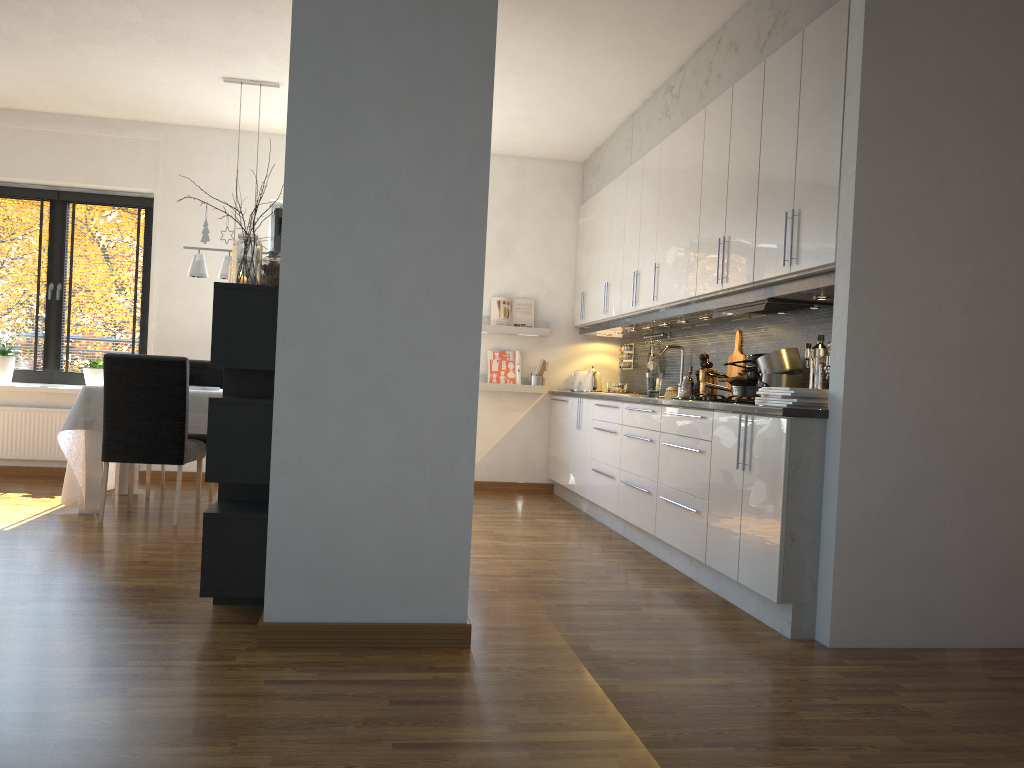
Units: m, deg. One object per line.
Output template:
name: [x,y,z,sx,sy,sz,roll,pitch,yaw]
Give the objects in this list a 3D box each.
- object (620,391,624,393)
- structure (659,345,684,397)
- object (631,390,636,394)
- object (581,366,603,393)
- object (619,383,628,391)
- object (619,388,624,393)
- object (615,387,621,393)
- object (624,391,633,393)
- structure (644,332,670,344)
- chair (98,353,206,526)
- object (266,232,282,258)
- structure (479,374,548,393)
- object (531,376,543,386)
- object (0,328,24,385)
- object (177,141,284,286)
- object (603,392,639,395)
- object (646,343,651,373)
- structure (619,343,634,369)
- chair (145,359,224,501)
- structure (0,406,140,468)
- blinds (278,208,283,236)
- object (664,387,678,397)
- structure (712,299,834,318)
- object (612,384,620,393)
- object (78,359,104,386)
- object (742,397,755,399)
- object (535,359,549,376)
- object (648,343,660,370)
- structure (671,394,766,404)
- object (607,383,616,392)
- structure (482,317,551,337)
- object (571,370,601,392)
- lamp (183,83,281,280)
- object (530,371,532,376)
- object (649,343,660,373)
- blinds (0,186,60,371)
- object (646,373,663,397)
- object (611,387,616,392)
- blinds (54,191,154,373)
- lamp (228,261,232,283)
object: [0.910,0.066,6.973,0.024,0.015,0.249,3,0,35]
structure: [1.092,-0.083,5.882,0.195,0.347,0.167,3,1,-17]
object: [0.949,0.061,6.949,0.021,0.026,0.173,3,0,0]
object: [0.643,-0.027,7.166,0.178,0.236,0.204,3,1,27]
object: [0.886,0.033,7.068,0.071,0.076,0.071,3,0,-9]
object: [0.856,0.045,6.968,0.044,0.050,0.043,3,1,33]
object: [0.827,0.048,6.922,0.044,0.043,0.043,3,0,-12]
object: [0.926,0.064,6.954,0.024,0.017,0.249,3,0,25]
structure: [1.064,-0.337,6.565,0.067,0.081,0.443,3,0,-9]
chair: [-2.115,0.313,5.266,0.461,0.960,0.544,3,1,-4]
object: [-1.070,-0.547,4.050,0.163,0.383,0.154,3,1,7]
structure: [-0.008,-0.002,7.328,0.594,0.129,0.147,3,0,-9]
object: [0.206,-0.005,7.362,0.103,0.124,0.103,3,0,-12]
object: [-3.872,-0.213,6.757,0.286,0.444,0.340,3,1,-21]
object: [-1.010,-0.613,3.238,0.426,0.522,0.298,3,1,-13]
object: [0.859,0.076,7.020,0.213,0.012,0.335,3,0,-8]
object: [1.037,-0.175,6.634,0.060,0.256,0.060,3,1,12]
structure: [0.943,-0.227,7.333,0.045,0.209,0.279,3,0,-9]
chair: [-2.275,0.305,6.238,0.461,0.960,0.544,3,1,-9]
structure: [-3.612,0.412,6.775,1.457,0.459,0.078,3,1,-11]
blinds: [-1.555,-1.301,7.292,0.710,0.229,0.049,3,1,-9]
object: [1.091,0.054,6.064,0.100,0.065,0.097,3,0,-18]
structure: [1.282,-0.407,4.380,0.362,0.148,0.623,3,0,-9]
object: [0.824,0.036,7.025,0.065,0.064,0.065,3,0,-9]
object: [-3.244,-0.077,6.917,0.267,0.237,0.283,3,0,-28]
object: [1.333,-0.031,4.924,0.043,0.273,0.146,3,1,-9]
object: [0.241,-0.078,7.334,0.119,0.267,0.059,3,1,-18]
object: [1.059,-0.200,6.506,0.072,0.204,0.188,3,1,-22]
structure: [1.123,0.077,4.374,0.500,0.041,0.662,3,0,-9]
object: [0.793,0.028,7.091,0.071,0.076,0.071,3,0,-17]
structure: [0.016,-0.475,7.321,0.594,0.129,0.147,3,0,-9]
object: [0.616,-0.014,7.369,0.253,0.192,0.175,3,0,-9]
lamp: [-1.738,-1.326,5.822,0.760,1.285,0.131,3,1,-9]
object: [0.175,-0.033,7.365,0.007,0.159,0.089,4,1,41]
object: [1.048,-0.182,6.483,0.074,0.242,0.093,2,1,-36]
blinds: [-3.940,-0.825,6.910,0.710,1.422,0.049,3,1,-9]
object: [0.854,0.008,5.335,0.102,0.146,0.102,3,1,-9]
object: [0.797,0.046,6.962,0.046,0.045,0.045,3,0,-7]
blinds: [-3.228,-0.788,7.028,0.710,1.422,0.049,3,1,-9]
lamp: [-1.025,-0.418,3.371,0.098,0.131,0.106,3,0,3]
